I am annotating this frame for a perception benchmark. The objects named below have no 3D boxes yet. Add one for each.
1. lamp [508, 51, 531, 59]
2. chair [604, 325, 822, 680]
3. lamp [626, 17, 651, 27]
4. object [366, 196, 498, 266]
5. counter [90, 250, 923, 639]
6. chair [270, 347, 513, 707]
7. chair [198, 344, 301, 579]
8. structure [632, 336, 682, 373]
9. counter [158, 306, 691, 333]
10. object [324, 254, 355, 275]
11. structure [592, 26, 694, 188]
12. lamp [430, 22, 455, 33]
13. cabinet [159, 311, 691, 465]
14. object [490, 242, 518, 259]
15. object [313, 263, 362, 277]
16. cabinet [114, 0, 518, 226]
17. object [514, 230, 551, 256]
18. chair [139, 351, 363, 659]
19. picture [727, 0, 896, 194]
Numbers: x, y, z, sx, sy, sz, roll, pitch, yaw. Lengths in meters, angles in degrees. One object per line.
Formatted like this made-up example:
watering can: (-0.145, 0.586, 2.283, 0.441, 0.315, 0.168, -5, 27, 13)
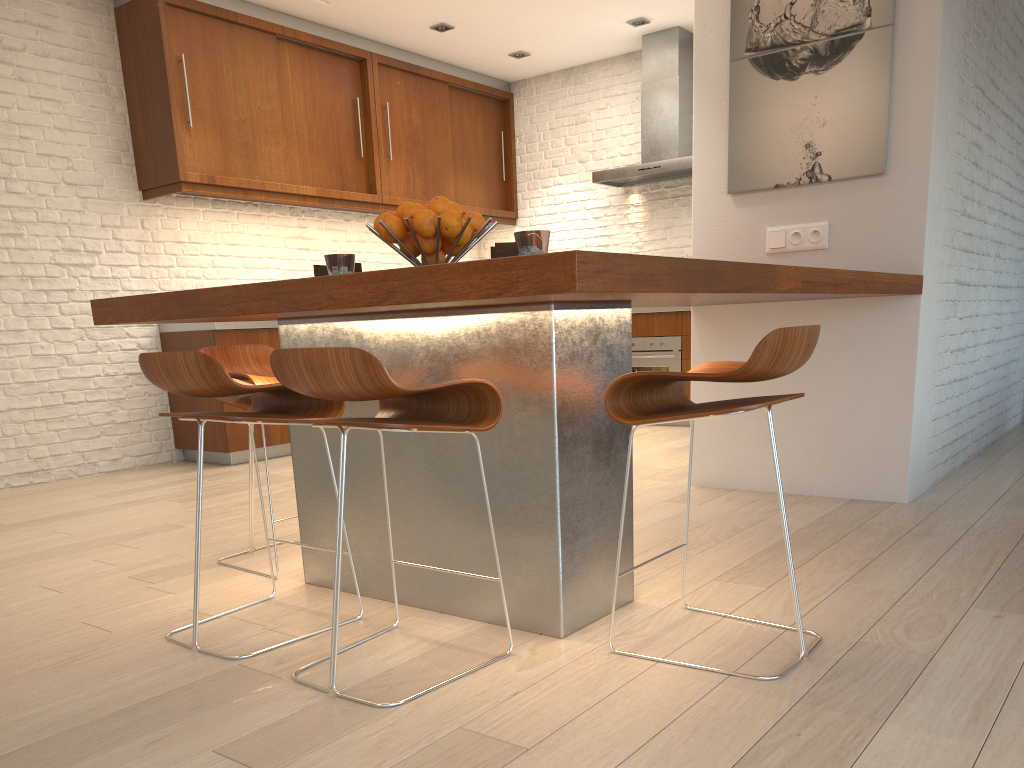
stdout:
lamp: (0.057, -2.547, 6.690, 0.123, 0.057, 0.121, 2, 7, 37)
chair: (0.510, 0.261, 2.094, 0.418, 0.800, 0.394, 6, 15, 37)
lamp: (0.881, -2.541, 6.073, 0.123, 0.057, 0.121, 2, 7, 37)
object: (-0.220, -0.396, 2.437, 0.366, 0.229, 0.352, -2, 7, 3)
counter: (0.218, 0.129, 3.098, 1.673, 0.949, 2.442, 2, 7, 38)
chair: (-0.298, 0.299, 2.044, 0.401, 0.800, 0.411, 6, 15, 37)
chair: (-0.844, 0.252, 3.109, 0.418, 0.800, 0.394, 6, 15, 37)
structure: (1.118, -0.078, 6.830, 0.664, 0.596, 0.488, 4, 11, 37)
counter: (0.118, -0.488, 5.877, 3.497, 0.072, 3.261, 0, 5, 38)
object: (-0.500, -0.333, 2.549, 0.090, 0.087, 0.089, 3, 10, 34)
structure: (1.126, -2.057, 6.460, 0.977, 1.025, 0.446, 4, 14, 36)
lamp: (-0.482, -2.477, 6.009, 0.123, 0.057, 0.121, 2, 7, 37)
cabinet: (0.098, -1.051, 6.191, 4.782, 2.929, 2.192, -2, 10, 2)
object: (-0.002, -0.324, 2.286, 0.094, 0.085, 0.111, -4, 8, -7)
object: (-0.536, -0.328, 2.693, 0.113, 0.085, 0.092, 3, 10, 37)
cabinet: (-1.157, -1.868, 6.454, 0.457, 1.201, 3.270, 7, 10, 38)
object: (0.051, -0.330, 2.151, 0.089, 0.087, 0.090, -9, 11, -37)
chair: (-0.726, 0.296, 2.364, 0.401, 0.800, 0.411, 6, 15, 37)
picture: (1.186, -1.339, 3.500, 0.649, 1.049, 0.019, 6, 16, 36)
